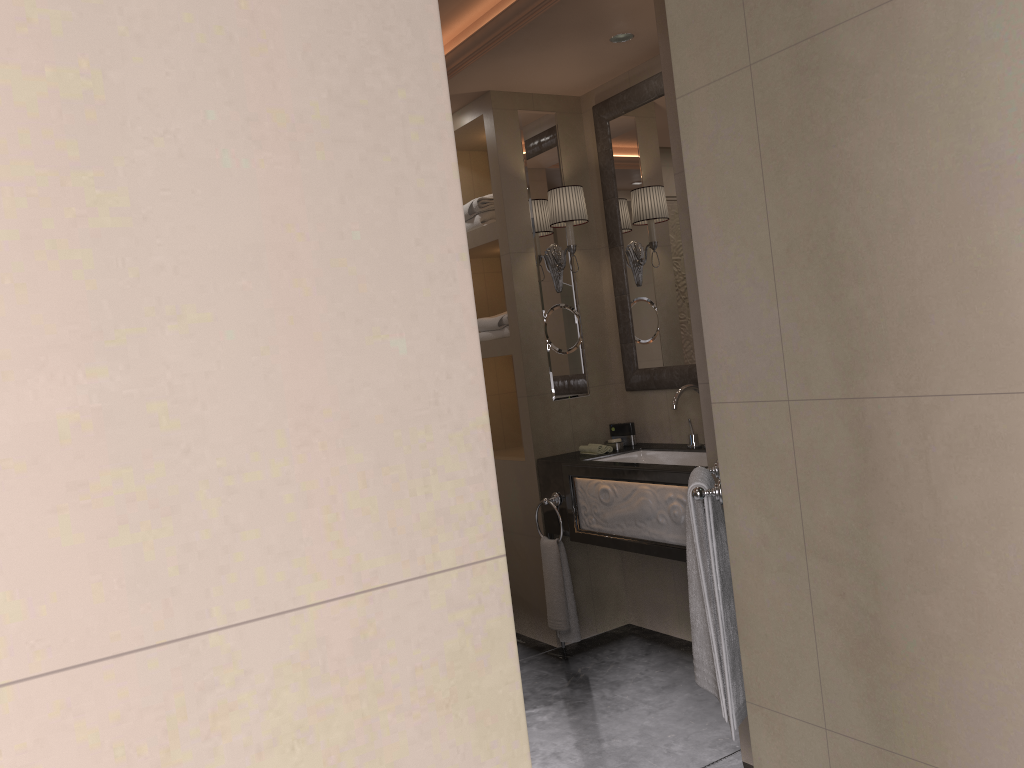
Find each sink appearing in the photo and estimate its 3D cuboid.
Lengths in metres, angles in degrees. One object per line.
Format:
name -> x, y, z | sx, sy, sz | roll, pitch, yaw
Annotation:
sink -> 0.633, 0.362, 3.493 | 0.349, 0.135, 0.760 | -8, 2, -32

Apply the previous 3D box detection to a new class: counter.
counter -> 0.695, 0.706, 3.515 | 0.543, 0.858, 1.330 | -8, 2, -32

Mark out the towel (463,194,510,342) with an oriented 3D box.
towel -> -1.317, -0.402, 3.553 | 3.195, 0.726, 0.517 | -8, 2, -32

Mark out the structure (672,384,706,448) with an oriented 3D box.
structure -> 0.762, 0.128, 3.609 | 0.242, 0.268, 0.223 | -7, 2, 3

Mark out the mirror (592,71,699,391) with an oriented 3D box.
mirror -> 0.748, -0.644, 3.610 | 0.040, 1.320, 1.130 | -8, 2, -32

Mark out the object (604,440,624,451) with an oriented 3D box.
object -> 0.457, 0.274, 3.965 | 0.080, 0.035, 0.133 | -7, 2, -14

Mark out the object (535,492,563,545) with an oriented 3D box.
object -> 0.174, 0.583, 3.823 | 0.074, 0.226, 0.203 | -8, 2, -32

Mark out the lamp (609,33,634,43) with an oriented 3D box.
lamp -> 0.423, -1.379, 3.450 | 0.097, 0.069, 0.097 | -7, 2, -15

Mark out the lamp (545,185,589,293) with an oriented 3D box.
lamp -> 0.249, -0.641, 3.953 | 0.174, 0.444, 0.223 | -8, 2, -32

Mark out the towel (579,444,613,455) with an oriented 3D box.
towel -> 0.368, 0.284, 3.911 | 0.096, 0.039, 0.149 | -8, 2, -25

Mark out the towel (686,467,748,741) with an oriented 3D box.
towel -> 0.541, 0.540, 2.279 | 0.154, 0.629, 0.313 | -7, 2, 1

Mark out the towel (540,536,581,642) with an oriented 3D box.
towel -> 0.189, 0.885, 3.813 | 0.173, 0.455, 0.116 | -6, 2, 39

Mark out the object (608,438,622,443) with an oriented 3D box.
object -> 0.457, 0.253, 3.945 | 0.051, 0.022, 0.077 | -7, 2, -12

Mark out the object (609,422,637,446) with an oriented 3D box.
object -> 0.506, 0.231, 4.047 | 0.124, 0.104, 0.038 | -6, 2, 32

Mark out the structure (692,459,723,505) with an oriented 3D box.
structure -> 0.504, 0.250, 2.285 | 0.074, 0.061, 0.415 | -7, 2, 13
